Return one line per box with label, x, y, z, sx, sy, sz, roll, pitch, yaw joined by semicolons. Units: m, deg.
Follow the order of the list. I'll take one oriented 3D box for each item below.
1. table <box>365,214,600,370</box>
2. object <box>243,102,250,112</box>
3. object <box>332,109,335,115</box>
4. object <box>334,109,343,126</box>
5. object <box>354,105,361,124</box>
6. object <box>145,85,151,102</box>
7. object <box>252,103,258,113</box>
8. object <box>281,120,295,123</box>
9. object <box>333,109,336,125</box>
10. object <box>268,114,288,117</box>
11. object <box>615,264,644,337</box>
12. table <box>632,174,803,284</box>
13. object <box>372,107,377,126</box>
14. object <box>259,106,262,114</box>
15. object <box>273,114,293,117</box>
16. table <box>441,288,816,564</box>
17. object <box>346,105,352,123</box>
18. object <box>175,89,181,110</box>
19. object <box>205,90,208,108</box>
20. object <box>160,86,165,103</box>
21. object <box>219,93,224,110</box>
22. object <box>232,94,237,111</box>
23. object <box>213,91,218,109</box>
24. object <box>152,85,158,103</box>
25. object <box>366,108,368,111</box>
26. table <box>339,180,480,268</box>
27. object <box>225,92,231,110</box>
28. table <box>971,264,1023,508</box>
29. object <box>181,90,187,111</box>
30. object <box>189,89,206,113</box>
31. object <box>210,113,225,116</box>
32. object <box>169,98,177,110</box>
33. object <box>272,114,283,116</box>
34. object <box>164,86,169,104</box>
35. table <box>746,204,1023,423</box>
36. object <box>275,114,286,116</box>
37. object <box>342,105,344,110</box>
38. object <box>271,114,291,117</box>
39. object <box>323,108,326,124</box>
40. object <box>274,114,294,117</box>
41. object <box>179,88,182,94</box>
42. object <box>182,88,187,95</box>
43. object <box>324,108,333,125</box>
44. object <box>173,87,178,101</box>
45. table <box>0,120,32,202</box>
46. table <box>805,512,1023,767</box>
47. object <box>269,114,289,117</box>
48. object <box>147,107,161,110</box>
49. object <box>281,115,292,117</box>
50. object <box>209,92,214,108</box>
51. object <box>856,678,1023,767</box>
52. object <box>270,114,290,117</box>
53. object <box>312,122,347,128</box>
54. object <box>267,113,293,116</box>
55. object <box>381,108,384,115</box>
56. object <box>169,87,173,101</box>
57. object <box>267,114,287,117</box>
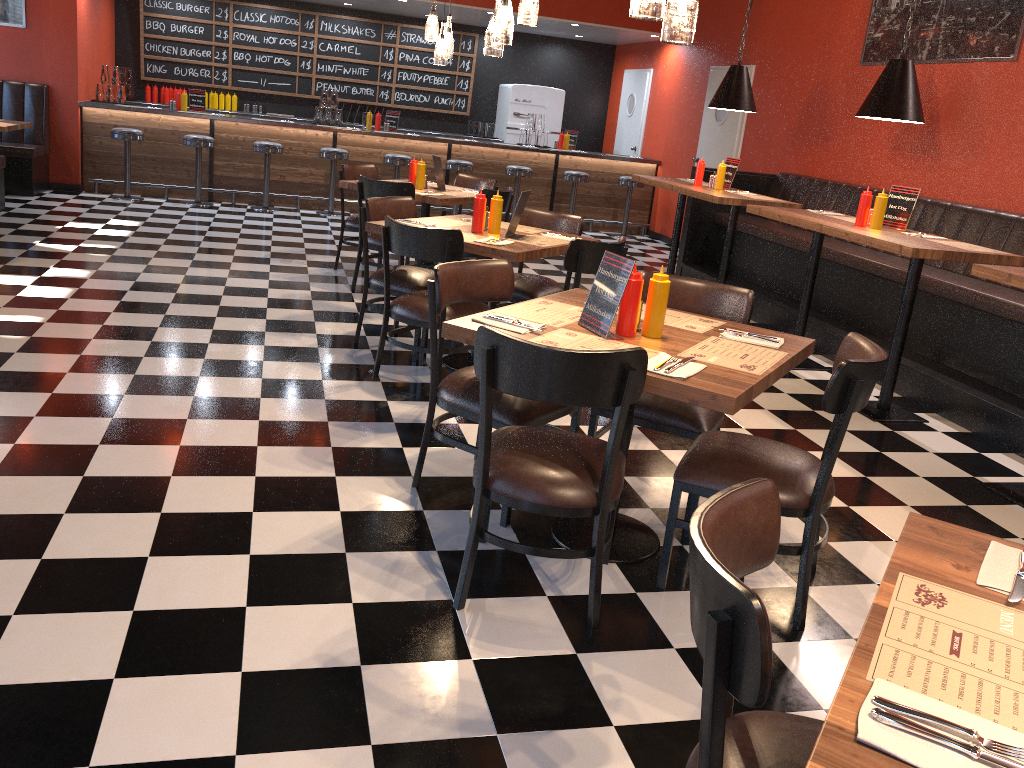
table;-0.181;-0.490;5.068;0.964;0.765;0.963;15;19;28
object;-3.700;-3.860;12.349;0.094;0.134;0.047;12;16;19
object;-2.543;-3.873;12.607;0.072;0.254;0.190;1;17;-20
object;-2.145;-3.297;10.976;0.106;0.206;0.106;15;18;28
object;-2.219;-3.864;12.696;0.072;0.254;0.190;5;16;-6
object;-4.922;-3.937;11.976;0.068;0.235;0.068;-5;19;-37
object;-3.593;-3.859;12.386;0.047;0.134;0.094;15;18;28
object;-2.695;-3.157;10.648;0.157;0.019;0.258;0;18;-19
object;-2.184;-3.335;11.082;0.106;0.206;0.106;15;18;28
object;-3.252;-3.772;12.440;0.365;0.001;0.264;2;18;-13
object;0.386;-0.275;2.890;0.068;0.235;0.068;4;15;-10
table;1.567;-1.136;7.406;0.695;0.988;1.712;2;17;-15
object;-2.001;-3.857;12.754;0.074;0.255;0.191;3;16;-13
object;-3.510;-3.844;12.368;0.046;0.134;0.095;1;17;-20
object;-3.251;-3.778;12.438;0.365;0.001;0.264;3;18;-12
table;0.391;0.190;3.090;0.964;0.765;0.963;15;19;28
object;-2.328;-3.867;12.665;0.070;0.255;0.191;3;16;-12
object;-3.950;-3.364;10.487;0.068;0.235;0.068;3;16;-14
object;-4.215;-3.917;12.172;0.068;0.235;0.068;2;16;-17
object;-4.752;-3.946;12.069;0.068;0.235;0.068;3;16;-13
object;-4.013;-3.917;12.244;0.068;0.235;0.068;2;16;-17
object;-3.850;-3.915;12.298;0.068;0.235;0.068;3;16;-13
object;-4.082;-3.908;12.191;0.068;0.235;0.068;-6;19;-38
object;-4.835;-3.936;12.005;0.068;0.235;0.068;7;15;1
object;-2.110;-3.861;12.725;0.072;0.254;0.190;4;16;-10
table;-0.716;-1.175;7.077;0.961;0.765;0.966;15;19;28
object;-3.933;-3.917;12.275;0.068;0.235;0.068;3;16;-14
table;2.586;0.203;3.469;0.695;0.988;1.712;2;17;-15
object;-3.862;-3.339;10.439;0.068;0.235;0.068;3;16;-14
object;-3.763;-3.386;10.595;0.188;0.254;0.073;-1;17;-25
object;-3.461;-3.172;10.417;0.157;0.019;0.258;3;17;-10
object;-3.975;-3.278;10.378;0.094;0.134;0.047;12;16;19
object;-3.251;-3.777;12.438;0.365;0.001;0.264;2;18;-15
object;-4.681;-3.918;12.003;0.068;0.235;0.068;-5;19;-37
table;2.078;-0.465;5.432;0.695;0.988;1.712;2;17;-15
object;-3.251;-3.781;12.437;0.365;0.001;0.264;2;18;-15
object;-2.435;-3.870;12.637;0.072;0.254;0.190;4;16;-10
object;-3.251;-3.775;12.439;0.365;0.001;0.264;3;18;-12
object;-2.298;-3.338;11.050;0.106;0.206;0.106;15;18;28
object;-3.251;-3.779;12.438;0.365;0.001;0.264;2;18;-15
object;-4.549;-3.946;12.142;0.068;0.235;0.068;3;16;-14
object;-4.473;-3.922;12.093;0.068;0.235;0.068;3;16;-13
object;-2.265;-3.303;10.951;0.106;0.206;0.106;15;18;28
object;-4.576;-3.920;12.048;0.068;0.235;0.068;3;16;-13
table;-5.692;-2.203;8.566;1.691;0.765;0.968;2;17;-15
table;0.904;0.832;1.210;0.964;0.765;0.963;15;19;28
object;-3.252;-3.772;12.439;0.365;0.001;0.264;1;18;-16
object;-4.126;-3.187;10.222;0.157;0.019;0.258;0;18;-19
object;-3.251;-3.776;12.438;0.365;0.001;0.264;1;18;-18
object;-4.148;-3.930;12.236;0.068;0.235;0.068;-6;19;-38
object;0.549;0.429;1.052;0.256;0.019;0.158;16;20;28
object;-3.252;-3.774;12.439;0.365;0.001;0.264;2;18;-13
object;-2.275;-3.230;11.036;0.436;0.018;0.276;2;18;-15
object;-3.251;-3.783;12.437;0.365;0.001;0.264;2;18;-14
object;-1.894;-3.854;12.783;0.072;0.254;0.190;4;16;-10
object;-4.658;-3.942;12.090;0.068;0.235;0.068;3;16;-13
object;-3.252;-3.770;12.440;0.365;0.001;0.264;2;18;-15
